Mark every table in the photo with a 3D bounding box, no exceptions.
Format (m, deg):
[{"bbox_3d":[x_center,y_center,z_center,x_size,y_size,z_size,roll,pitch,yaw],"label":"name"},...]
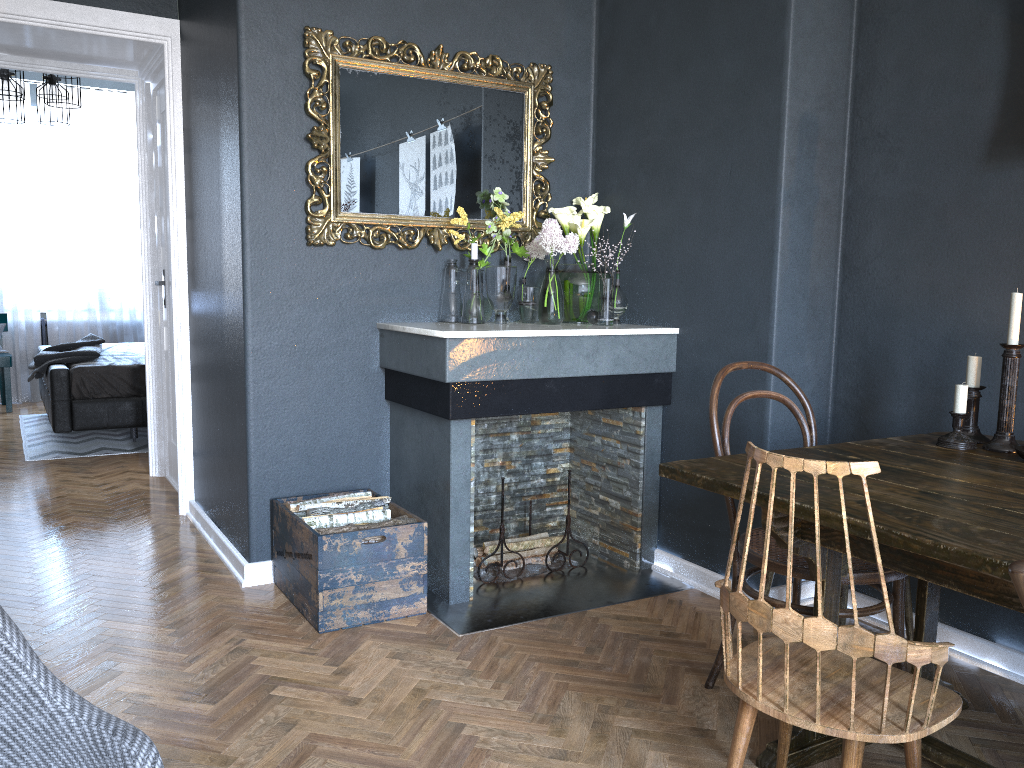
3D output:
[{"bbox_3d":[1.220,0.605,1.700,1.125,0.729,1.602,-3,8,-30],"label":"table"},{"bbox_3d":[1.057,0.673,2.894,0.364,0.318,0.369,-3,8,-30],"label":"table"}]

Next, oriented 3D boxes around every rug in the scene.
[{"bbox_3d":[-2.856,0.334,6.660,1.458,0.013,2.042,-3,8,-30],"label":"rug"}]

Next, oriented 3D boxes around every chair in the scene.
[{"bbox_3d":[0.601,0.534,1.697,0.383,0.858,0.455,-6,10,-44],"label":"chair"},{"bbox_3d":[-4.426,-0.182,7.412,0.435,0.800,0.591,-3,8,-30],"label":"chair"},{"bbox_3d":[-0.748,0.614,0.956,0.494,0.813,0.644,7,9,38],"label":"chair"},{"bbox_3d":[0.878,0.620,1.110,0.466,0.821,0.362,-3,8,-30],"label":"chair"},{"bbox_3d":[0.803,0.418,2.410,0.437,0.922,0.548,-3,8,-27],"label":"chair"}]

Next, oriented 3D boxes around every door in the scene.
[{"bbox_3d":[-1.726,-0.514,4.598,0.162,2.191,0.855,-3,8,-30],"label":"door"}]

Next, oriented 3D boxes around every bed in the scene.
[{"bbox_3d":[-2.417,-0.267,6.867,2.374,1.164,2.262,-3,8,-30],"label":"bed"}]

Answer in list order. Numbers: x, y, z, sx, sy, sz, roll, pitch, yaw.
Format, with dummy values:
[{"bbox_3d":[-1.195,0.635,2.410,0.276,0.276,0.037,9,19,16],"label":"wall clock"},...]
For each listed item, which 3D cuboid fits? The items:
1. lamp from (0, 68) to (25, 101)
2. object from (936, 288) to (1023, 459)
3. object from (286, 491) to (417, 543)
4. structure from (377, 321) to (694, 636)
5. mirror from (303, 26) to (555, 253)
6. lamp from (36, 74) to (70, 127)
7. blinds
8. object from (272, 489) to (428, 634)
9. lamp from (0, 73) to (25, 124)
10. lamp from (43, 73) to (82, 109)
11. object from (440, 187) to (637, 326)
[{"bbox_3d":[-3.347,-2.250,5.834,0.210,0.715,0.209,-1,8,-16],"label":"lamp"},{"bbox_3d":[1.270,-0.035,2.272,0.223,0.420,0.367,-3,8,-29],"label":"object"},{"bbox_3d":[-0.585,0.531,3.155,0.369,0.247,0.532,-3,8,-30],"label":"object"},{"bbox_3d":[0.090,0.271,3.415,1.065,0.983,0.832,-3,8,-30],"label":"structure"},{"bbox_3d":[-0.290,-0.913,3.456,1.056,0.786,0.067,-3,8,-30],"label":"mirror"},{"bbox_3d":[-3.422,-2.317,6.591,0.210,0.748,0.209,-1,8,-16],"label":"lamp"},{"bbox_3d":[-4.131,-1.243,7.912,3.991,2.794,0.312,-3,8,-30],"label":"blinds"},{"bbox_3d":[-0.590,0.607,3.162,0.383,0.327,0.551,-3,8,-30],"label":"object"},{"bbox_3d":[-3.538,-2.242,6.176,0.210,0.806,0.209,-1,8,-16],"label":"lamp"},{"bbox_3d":[-2.928,-2.200,5.746,0.210,0.771,0.209,-1,8,-16],"label":"lamp"},{"bbox_3d":[0.121,-0.510,3.509,0.727,0.548,0.473,-3,8,-27],"label":"object"}]
